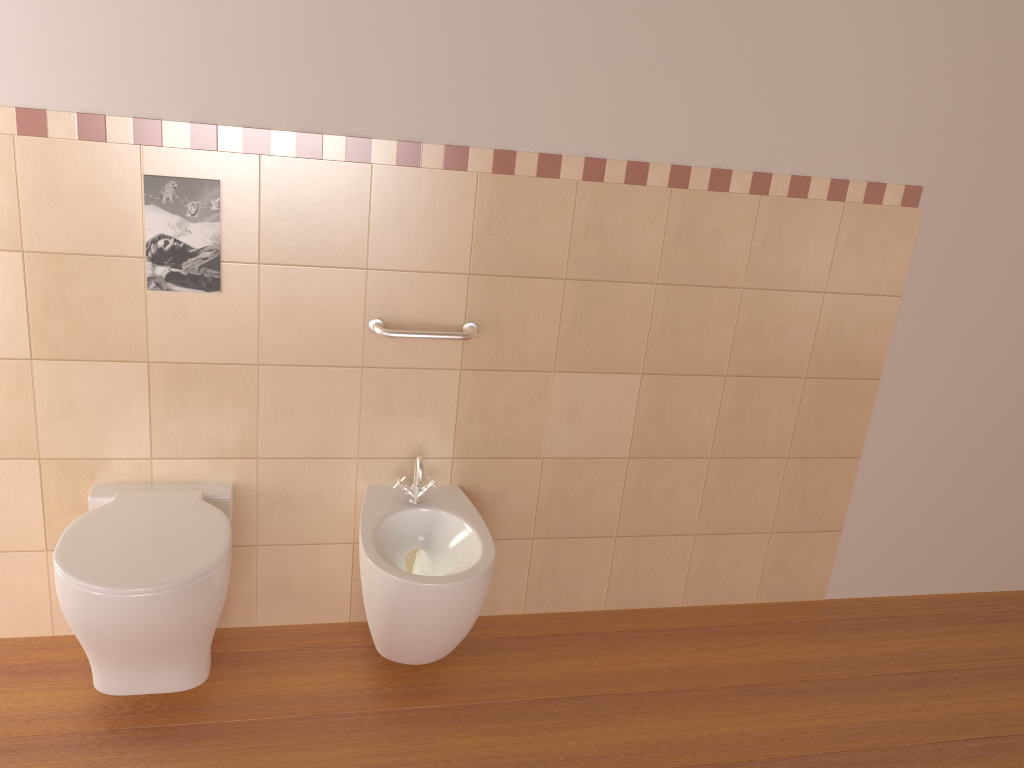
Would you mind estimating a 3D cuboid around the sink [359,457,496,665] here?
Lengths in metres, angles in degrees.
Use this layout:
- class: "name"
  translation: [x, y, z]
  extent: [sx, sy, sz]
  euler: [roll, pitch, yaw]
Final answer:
- class: "sink"
  translation: [-0.236, 0.483, 2.328]
  extent: [0.335, 0.517, 0.515]
  euler: [1, 20, -14]

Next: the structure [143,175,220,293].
- class: "structure"
  translation: [-0.796, -0.359, 2.147]
  extent: [0.170, 0.279, 0.005]
  euler: [1, 20, -14]

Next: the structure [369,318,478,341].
- class: "structure"
  translation: [-0.225, -0.137, 2.331]
  extent: [0.295, 0.042, 0.091]
  euler: [1, 20, -14]

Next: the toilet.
- class: "toilet"
  translation: [-0.882, 0.527, 2.175]
  extent: [0.375, 0.400, 0.534]
  euler: [1, 20, -14]
